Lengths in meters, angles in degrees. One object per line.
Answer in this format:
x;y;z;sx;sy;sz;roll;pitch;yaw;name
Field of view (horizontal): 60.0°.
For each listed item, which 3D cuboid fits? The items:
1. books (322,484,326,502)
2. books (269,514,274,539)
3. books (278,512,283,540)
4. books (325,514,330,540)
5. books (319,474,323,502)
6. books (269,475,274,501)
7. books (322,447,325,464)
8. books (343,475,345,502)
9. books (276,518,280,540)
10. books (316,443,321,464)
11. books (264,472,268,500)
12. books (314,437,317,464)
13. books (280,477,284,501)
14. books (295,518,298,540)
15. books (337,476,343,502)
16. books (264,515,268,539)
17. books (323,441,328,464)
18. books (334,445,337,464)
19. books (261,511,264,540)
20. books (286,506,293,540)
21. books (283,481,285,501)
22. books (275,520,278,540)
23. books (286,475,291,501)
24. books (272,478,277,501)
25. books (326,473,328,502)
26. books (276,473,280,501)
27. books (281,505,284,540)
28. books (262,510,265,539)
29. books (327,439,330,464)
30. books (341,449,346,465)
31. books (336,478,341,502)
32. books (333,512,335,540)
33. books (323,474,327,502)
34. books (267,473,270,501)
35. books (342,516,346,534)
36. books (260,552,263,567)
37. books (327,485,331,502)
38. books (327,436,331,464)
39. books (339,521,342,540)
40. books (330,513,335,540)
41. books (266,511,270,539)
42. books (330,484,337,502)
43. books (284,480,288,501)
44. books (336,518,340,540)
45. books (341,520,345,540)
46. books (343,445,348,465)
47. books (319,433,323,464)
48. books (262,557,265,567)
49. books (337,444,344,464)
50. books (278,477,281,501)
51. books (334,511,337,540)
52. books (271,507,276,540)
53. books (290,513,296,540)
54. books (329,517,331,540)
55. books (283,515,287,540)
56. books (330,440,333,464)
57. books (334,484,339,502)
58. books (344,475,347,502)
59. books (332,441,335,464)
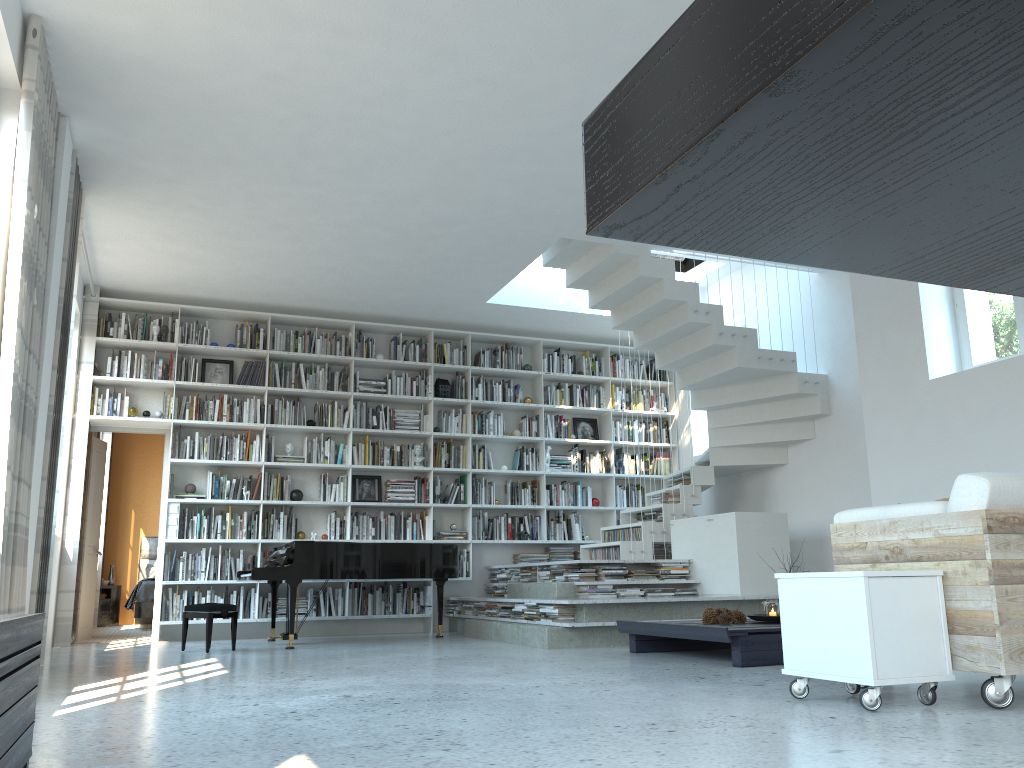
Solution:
-1.885;1.096;8.827;0.025;0.185;0.154;4;-13;-21;books
-2.338;1.389;8.577;0.042;0.247;0.163;4;-13;-21;books
-2.250;1.385;8.609;0.027;0.268;0.185;4;-13;-21;books
-1.827;1.426;8.788;0.012;0.253;0.161;4;-13;-21;books
-1.904;1.047;8.834;0.012;0.284;0.160;4;-13;-21;books
-2.353;1.025;8.653;0.036;0.262;0.167;4;-13;-21;books
-1.909;0.738;8.913;0.025;0.189;0.140;4;-13;-21;books
-1.704;1.062;8.898;0.011;0.278;0.188;4;-13;-21;books
-2.273;1.410;8.598;0.021;0.215;0.172;4;-13;-21;books
-1.950;0.717;8.894;0.048;0.224;0.149;4;-13;-21;books
-2.407;1.011;8.637;0.025;0.284;0.145;4;-13;-21;books
-1.972;0.681;8.875;0.012;0.285;0.167;4;-13;-21;books
-2.269;1.043;8.705;0.028;0.247;0.143;4;-13;-21;books
-2.122;1.425;8.668;0.023;0.211;0.160;4;-13;-21;books
-1.726;1.067;8.898;0.027;0.269;0.178;4;-13;-21;books
-2.383;1.391;8.558;0.030;0.238;0.157;4;-13;-21;books
-1.878;0.708;8.912;0.028;0.246;0.170;4;-13;-21;books
-1.796;0.732;8.961;0.026;0.218;0.150;4;-13;-21;books
-2.420;1.373;8.561;0.013;0.275;0.147;4;-13;-21;books
-2.177;1.362;8.646;0.050;0.327;0.167;4;-13;-21;books
-2.244;1.060;8.689;0.011;0.207;0.180;4;-13;-21;books
-2.296;1.419;8.591;0.024;0.195;0.157;4;-13;-21;books
-2.204;1.037;8.723;0.028;0.265;0.145;4;-13;-21;books
-2.326;1.045;8.664;0.025;0.227;0.153;4;-13;-21;books
-1.861;1.045;8.857;0.012;0.297;0.166;4;-13;-21;books
-2.294;1.020;8.659;0.026;0.274;0.190;4;-13;-21;books
-2.241;1.357;8.647;0.013;0.338;0.138;4;-13;-21;books
-2.404;1.368;8.558;0.013;0.282;0.147;4;-13;-21;books
-1.855;0.698;8.911;0.012;0.265;0.193;4;-13;-21;books
-1.713;0.755;8.984;0.027;0.181;0.142;4;-13;-21;books
-1.741;1.076;8.882;0.012;0.244;0.171;4;-13;-21;books
-1.779;1.419;8.813;0.010;0.276;0.156;4;-13;-21;books
-1.873;1.048;8.855;0.011;0.291;0.156;4;-13;-21;books
-2.385;1.019;8.650;0.026;0.274;0.154;4;-13;-21;books
-1.682;1.448;8.868;0.019;0.241;0.107;4;-13;-21;books
-2.411;1.743;8.487;0.023;0.265;0.134;4;-13;-21;books
-1.843;1.104;8.858;0.030;0.182;0.154;4;-13;-21;books
-1.848;0.684;8.927;0.011;0.300;0.179;4;-13;-21;books
-1.723;1.465;8.834;0.031;0.194;0.142;4;-13;-21;books
-1.791;1.419;8.792;0.027;0.268;0.159;4;-13;-21;books
-2.360;1.374;8.562;0.012;0.272;0.181;4;-13;-21;books
-1.797;1.101;8.861;0.057;0.188;0.156;4;-13;-21;books
-2.225;1.056;8.694;0.028;0.215;0.175;4;-13;-21;books
-1.743;1.446;8.808;0.029;0.220;0.153;4;-13;-21;books
-1.692;1.461;8.832;0.024;0.200;0.159;4;-13;-21;books
-1.690;0.740;8.999;0.026;0.216;0.126;4;-13;-21;books
-1.921;0.666;8.908;0.010;0.329;0.173;4;-13;-21;books
-2.386;1.769;8.485;0.026;0.212;0.140;4;-13;-21;books
-1.748;0.726;8.957;0.060;0.227;0.179;4;-13;-21;books
-2.283;1.040;8.682;0.014;0.243;0.153;4;-13;-21;books
-1.767;1.412;8.815;0.014;0.290;0.132;4;-13;-21;books
-2.312;1.359;8.592;0.014;0.312;0.166;4;-13;-21;books
-2.140;1.396;8.651;0.027;0.260;0.163;4;-13;-21;books
-1.817;1.442;8.797;0.015;0.225;0.148;4;-13;-21;books
-2.218;1.405;8.637;0.029;0.240;0.136;4;-13;-21;books
-1.832;0.705;8.930;0.023;0.259;0.170;4;-13;-21;books
-1.761;1.105;8.880;0.024;0.187;0.173;4;-13;-21;books
-1.691;1.062;8.906;0.021;0.281;0.162;4;-13;-21;books
-1.819;0.713;8.956;0.022;0.255;0.152;4;-13;-21;books
